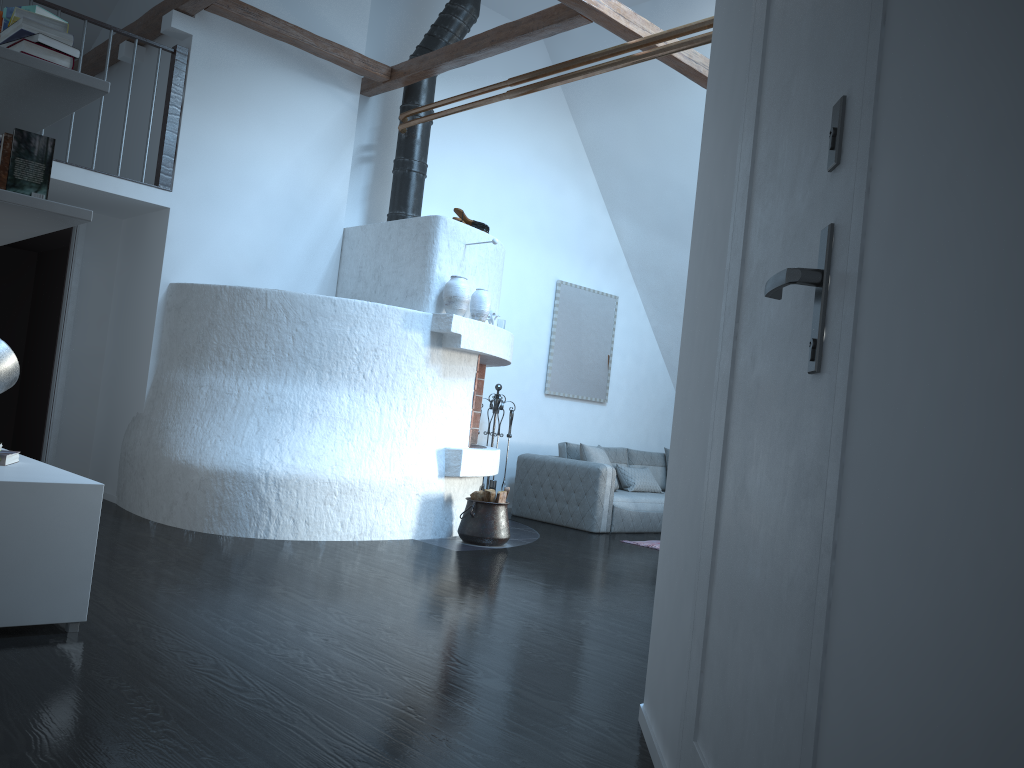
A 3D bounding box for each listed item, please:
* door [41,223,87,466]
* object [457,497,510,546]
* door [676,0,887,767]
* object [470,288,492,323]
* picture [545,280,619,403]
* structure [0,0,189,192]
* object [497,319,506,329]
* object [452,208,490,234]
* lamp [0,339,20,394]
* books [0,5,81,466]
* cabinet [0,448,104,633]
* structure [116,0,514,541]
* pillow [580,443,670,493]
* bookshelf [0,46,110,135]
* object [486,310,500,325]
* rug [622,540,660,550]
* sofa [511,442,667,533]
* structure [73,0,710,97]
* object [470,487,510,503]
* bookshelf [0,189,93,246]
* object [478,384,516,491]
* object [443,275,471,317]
[{"bbox_3d":[-3.729,-0.311,6.025,0.698,2.074,1.433,6,-3,6],"label":"door"},{"bbox_3d":[-0.194,0.998,6.427,0.384,0.313,0.384,7,-3,-17],"label":"object"},{"bbox_3d":[0.485,-0.048,1.624,0.170,2.074,0.974,6,-3,3],"label":"door"},{"bbox_3d":[-0.236,-0.565,6.562,0.158,0.274,0.158,7,-3,-4],"label":"object"},{"bbox_3d":[0.760,-0.435,9.468,0.965,1.185,0.025,9,-4,-43],"label":"picture"},{"bbox_3d":[-2.958,-0.847,5.351,1.897,3.267,0.781,9,-4,-43],"label":"structure"},{"bbox_3d":[-0.111,-0.478,7.841,0.092,0.180,0.092,7,-3,-15],"label":"object"},{"bbox_3d":[-0.318,-1.216,6.886,0.311,0.094,0.783,5,-3,32],"label":"object"},{"bbox_3d":[-1.874,0.047,3.006,0.259,0.481,0.303,6,-3,9],"label":"lamp"},{"bbox_3d":[-2.043,-0.527,3.427,1.387,1.622,0.393,4,-4,41],"label":"books"},{"bbox_3d":[-2.148,0.532,3.369,0.638,0.507,1.469,9,-4,-43],"label":"cabinet"},{"bbox_3d":[-1.350,-1.292,7.324,3.058,4.752,3.049,8,-3,-35],"label":"structure"},{"bbox_3d":[1.357,0.879,8.985,2.075,0.515,0.444,9,-4,-43],"label":"pillow"},{"bbox_3d":[-2.039,-1.062,3.379,0.478,0.038,1.471,9,-4,-43],"label":"bookshelf"},{"bbox_3d":[-0.160,-0.503,6.726,0.161,0.114,0.064,9,-4,-41],"label":"object"},{"bbox_3d":[2.357,1.488,7.765,2.647,0.029,1.512,9,-4,-43],"label":"rug"},{"bbox_3d":[1.257,1.048,9.034,2.458,0.770,1.107,9,-4,-43],"label":"sofa"},{"bbox_3d":[2.271,-2.498,3.613,10.230,3.562,15.910,8,-3,-38],"label":"structure"},{"bbox_3d":[-0.181,0.915,6.409,0.240,0.370,0.270,9,-4,-44],"label":"object"},{"bbox_3d":[-2.088,-0.623,3.358,0.478,0.038,1.471,9,-4,-43],"label":"bookshelf"},{"bbox_3d":[-0.190,0.614,8.233,0.376,1.245,0.376,5,-3,27],"label":"object"},{"bbox_3d":[-0.397,-0.612,6.361,0.203,0.314,0.203,5,-3,31],"label":"object"}]
